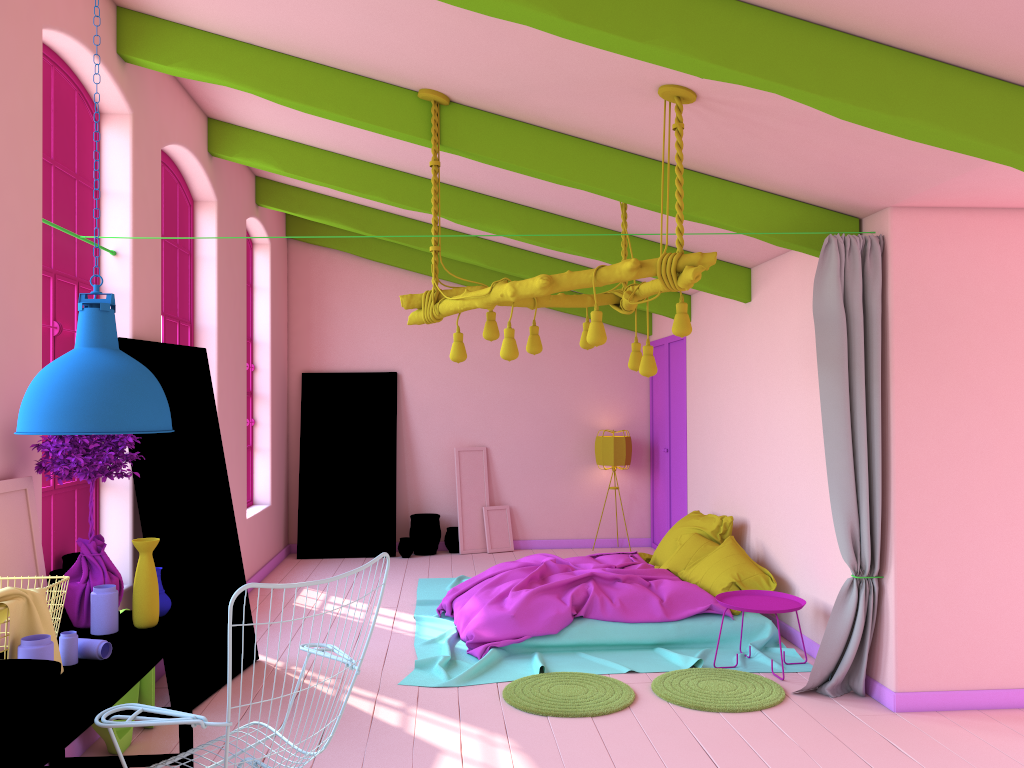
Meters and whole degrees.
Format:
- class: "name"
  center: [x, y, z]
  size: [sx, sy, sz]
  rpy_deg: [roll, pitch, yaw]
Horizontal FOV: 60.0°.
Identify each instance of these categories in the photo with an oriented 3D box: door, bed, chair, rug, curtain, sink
- class: "door"
  center: [1.815, 0.746, 10.322]
  size: [0.108, 2.590, 1.677]
  rpy_deg: [0, -1, -4]
- class: "bed"
  center: [0.526, 1.712, 7.492]
  size: [2.802, 0.514, 3.577]
  rpy_deg: [0, -1, -5]
- class: "door"
  center: [-1.965, 0.955, 10.642]
  size: [1.153, 2.210, 0.450]
  rpy_deg: [0, -1, -4]
- class: "chair"
  center: [-1.018, 1.255, 3.269]
  size: [0.925, 1.238, 1.078]
  rpy_deg: [-1, -1, 30]
- class: "rug"
  center: [1.280, 1.900, 5.531]
  size: [0.792, 0.021, 0.792]
  rpy_deg: [-1, -2, 23]
- class: "door"
  center: [-2.061, 0.835, 5.701]
  size: [0.450, 2.210, 1.153]
  rpy_deg: [0, -1, 6]
- class: "rug"
  center: [0.347, 1.903, 5.459]
  size: [0.792, 0.021, 0.792]
  rpy_deg: [0, -2, -22]
- class: "curtain"
  center: [2.029, 0.510, 5.392]
  size: [0.518, 2.785, 0.525]
  rpy_deg: [0, -1, -24]
- class: "sink"
  center: [-1.560, 0.954, 2.543]
  size: [0.340, 0.194, 0.609]
  rpy_deg: [0, -1, -4]

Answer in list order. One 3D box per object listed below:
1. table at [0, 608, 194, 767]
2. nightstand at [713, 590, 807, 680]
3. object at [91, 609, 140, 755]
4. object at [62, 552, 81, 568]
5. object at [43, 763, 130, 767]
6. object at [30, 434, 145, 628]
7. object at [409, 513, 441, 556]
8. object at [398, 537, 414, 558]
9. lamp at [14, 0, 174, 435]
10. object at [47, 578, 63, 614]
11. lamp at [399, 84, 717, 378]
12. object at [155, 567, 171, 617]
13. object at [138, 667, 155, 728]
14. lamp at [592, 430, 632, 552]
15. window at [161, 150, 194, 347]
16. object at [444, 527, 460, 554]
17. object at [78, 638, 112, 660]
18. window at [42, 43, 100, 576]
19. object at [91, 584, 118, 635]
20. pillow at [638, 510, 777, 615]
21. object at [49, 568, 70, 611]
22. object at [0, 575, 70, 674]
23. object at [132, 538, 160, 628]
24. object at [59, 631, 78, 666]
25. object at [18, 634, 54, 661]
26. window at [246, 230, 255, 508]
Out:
- class: "table"
  center: [-1.777, 1.461, 3.170]
  size: [0.655, 0.820, 2.193]
  rpy_deg: [0, -1, -4]
- class: "nightstand"
  center: [1.691, 1.692, 6.035]
  size: [0.596, 0.458, 0.596]
  rpy_deg: [-1, -1, 33]
- class: "object"
  center: [-2.120, 1.543, 4.615]
  size: [0.218, 0.733, 0.451]
  rpy_deg: [0, -1, -4]
- class: "object"
  center: [-2.361, 1.073, 4.880]
  size: [0.223, 0.272, 0.223]
  rpy_deg: [0, -1, -17]
- class: "object"
  center: [-1.824, 1.740, 3.486]
  size: [0.446, 0.277, 0.522]
  rpy_deg: [0, -1, -4]
- class: "object"
  center: [-1.895, 0.606, 3.968]
  size: [0.441, 0.950, 0.502]
  rpy_deg: [1, -1, -44]
- class: "object"
  center: [-1.045, 1.812, 10.687]
  size: [0.386, 0.471, 0.386]
  rpy_deg: [-1, -1, 38]
- class: "object"
  center: [-1.248, 1.931, 10.450]
  size: [0.199, 0.234, 0.199]
  rpy_deg: [0, -1, -37]
- class: "lamp"
  center: [-1.521, -0.823, 3.251]
  size: [0.529, 2.002, 0.529]
  rpy_deg: [-1, -1, 27]
- class: "object"
  center: [-2.318, 1.085, 4.375]
  size: [0.182, 0.222, 0.182]
  rpy_deg: [0, -1, -27]
- class: "lamp"
  center: [0.370, -1.165, 4.880]
  size: [1.610, 2.264, 1.776]
  rpy_deg: [0, -1, -23]
- class: "object"
  center: [-1.657, 0.968, 4.127]
  size: [0.132, 0.219, 0.132]
  rpy_deg: [0, -1, 12]
- class: "object"
  center: [-2.071, 1.685, 4.946]
  size: [0.137, 0.462, 0.284]
  rpy_deg: [0, -1, -19]
- class: "lamp"
  center: [1.264, 1.291, 10.814]
  size: [0.491, 1.466, 0.476]
  rpy_deg: [-1, -1, 26]
- class: "window"
  center: [-2.634, -0.247, 6.703]
  size: [0.214, 3.009, 1.514]
  rpy_deg: [0, -1, -4]
- class: "object"
  center: [-0.698, 1.900, 10.787]
  size: [0.260, 0.306, 0.260]
  rpy_deg: [-1, -1, 28]
- class: "object"
  center: [-1.648, 1.040, 3.479]
  size: [0.137, 0.076, 0.076]
  rpy_deg: [-1, -1, 16]
- class: "window"
  center: [-2.474, -0.303, 4.802]
  size: [0.072, 3.046, 1.275]
  rpy_deg: [0, -1, -4]
- class: "object"
  center: [-1.768, 0.978, 3.849]
  size: [0.109, 0.197, 0.109]
  rpy_deg: [-1, -1, 33]
- class: "pillow"
  center: [1.591, 1.552, 7.835]
  size: [0.848, 0.822, 2.618]
  rpy_deg: [0, -1, -15]
- class: "object"
  center: [-2.341, 1.092, 4.671]
  size: [0.182, 0.222, 0.182]
  rpy_deg: [0, -1, -22]
- class: "object"
  center: [-1.858, 0.890, 3.197]
  size: [0.444, 0.369, 0.633]
  rpy_deg: [0, -1, -4]
- class: "object"
  center: [-1.623, 0.882, 3.931]
  size: [0.116, 0.383, 0.116]
  rpy_deg: [0, -1, -31]
- class: "object"
  center: [-1.704, 1.015, 3.408]
  size: [0.065, 0.118, 0.065]
  rpy_deg: [-1, -1, 44]
- class: "object"
  center: [-1.630, 0.967, 3.035]
  size: [0.109, 0.197, 0.109]
  rpy_deg: [0, -1, -12]
- class: "window"
  center: [-2.812, -0.195, 9.157]
  size: [0.072, 3.046, 1.275]
  rpy_deg: [0, -1, -4]
